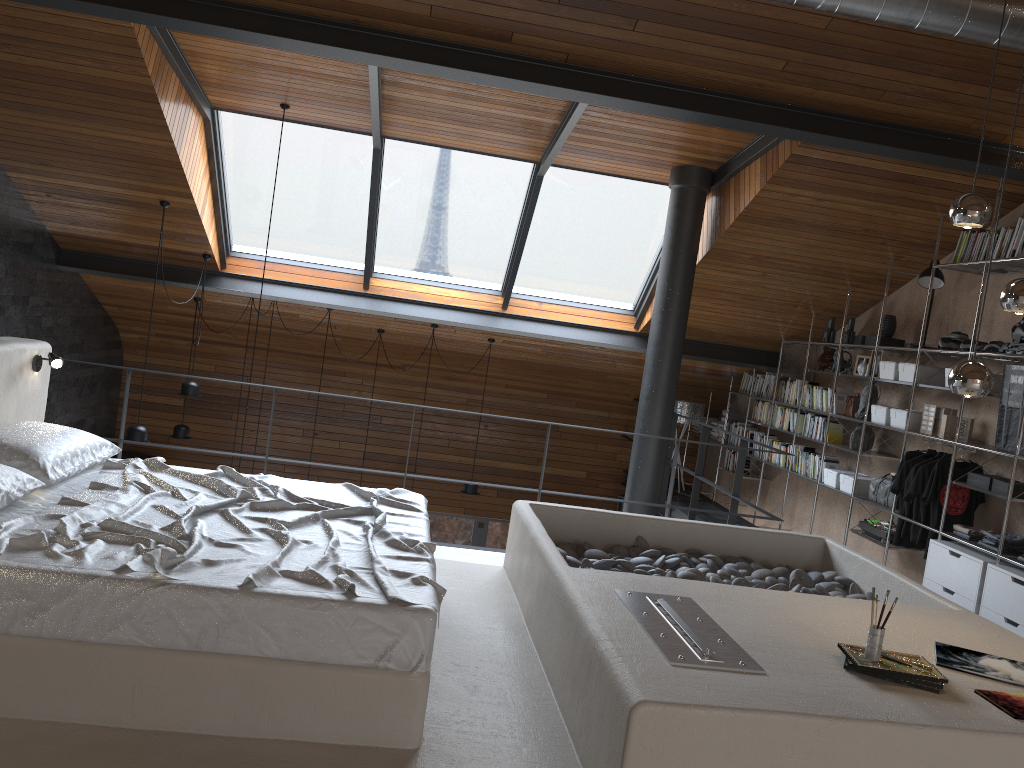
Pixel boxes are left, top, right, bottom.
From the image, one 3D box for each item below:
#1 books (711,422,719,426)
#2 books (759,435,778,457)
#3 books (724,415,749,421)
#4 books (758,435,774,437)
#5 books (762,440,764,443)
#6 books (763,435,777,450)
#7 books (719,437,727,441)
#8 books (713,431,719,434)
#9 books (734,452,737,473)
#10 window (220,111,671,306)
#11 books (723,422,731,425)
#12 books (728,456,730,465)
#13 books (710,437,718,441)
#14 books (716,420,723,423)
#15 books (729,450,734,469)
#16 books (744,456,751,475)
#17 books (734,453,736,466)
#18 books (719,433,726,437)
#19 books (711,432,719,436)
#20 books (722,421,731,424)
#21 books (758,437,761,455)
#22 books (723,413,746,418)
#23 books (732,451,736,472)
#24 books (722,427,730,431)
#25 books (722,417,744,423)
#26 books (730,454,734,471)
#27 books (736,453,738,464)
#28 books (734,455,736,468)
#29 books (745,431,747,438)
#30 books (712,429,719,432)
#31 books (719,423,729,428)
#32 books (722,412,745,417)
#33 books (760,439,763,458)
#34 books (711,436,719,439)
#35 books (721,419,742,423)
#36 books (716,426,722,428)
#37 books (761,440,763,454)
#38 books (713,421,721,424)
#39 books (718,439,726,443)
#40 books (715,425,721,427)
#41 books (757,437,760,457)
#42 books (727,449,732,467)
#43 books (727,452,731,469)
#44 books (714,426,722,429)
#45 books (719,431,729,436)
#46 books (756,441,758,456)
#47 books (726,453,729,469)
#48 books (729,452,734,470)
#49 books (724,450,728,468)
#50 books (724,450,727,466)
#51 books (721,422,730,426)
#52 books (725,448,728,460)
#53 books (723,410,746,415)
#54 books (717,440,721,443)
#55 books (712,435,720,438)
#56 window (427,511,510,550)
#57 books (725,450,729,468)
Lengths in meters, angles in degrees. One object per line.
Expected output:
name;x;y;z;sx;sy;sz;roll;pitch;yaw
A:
books;2.402;0.463;9.977;0.268;0.025;0.176;8;3;-7
books;2.524;0.620;8.727;0.177;0.217;0.046;8;3;-7
books;2.455;0.377;9.684;0.234;0.028;0.180;8;3;-7
books;2.512;0.619;8.773;0.171;0.218;0.047;8;3;-8
books;2.490;0.645;8.647;0.112;0.176;0.039;8;3;-7
books;2.504;0.622;8.619;0.122;0.230;0.057;8;3;-7
books;2.402;0.618;9.695;0.239;0.021;0.174;8;3;-2
books;2.399;0.553;9.969;0.234;0.016;0.182;8;3;-2
books;2.399;0.827;9.288;0.133;0.218;0.051;8;3;-8
window;-0.550;-1.477;7.779;3.818;1.031;1.213;8;3;-7
books;2.435;0.440;9.690;0.222;0.012;0.160;8;3;-2
books;2.362;0.830;9.449;0.112;0.177;0.009;8;3;-7
books;2.372;0.630;9.999;0.234;0.016;0.182;8;3;-7
books;2.419;0.432;9.983;0.206;0.012;0.161;8;3;-7
books;2.376;0.808;9.399;0.122;0.230;0.017;8;3;-7
books;2.405;0.842;9.217;0.138;0.191;0.049;8;3;-7
books;2.396;0.830;9.317;0.123;0.203;0.054;8;3;-7
books;2.413;0.572;9.692;0.258;0.016;0.181;8;3;-6
books;2.386;0.573;9.984;0.240;0.028;0.180;7;3;-17
books;2.420;0.425;9.705;0.201;0.012;0.161;8;3;-7
books;2.493;0.628;8.740;0.127;0.200;0.046;8;3;-7
books;2.437;0.350;9.696;0.216;0.021;0.174;8;3;-7
books;2.403;0.822;9.337;0.155;0.215;0.055;8;3;-7
books;2.428;0.506;9.686;0.225;0.017;0.167;8;3;-7
books;2.429;0.396;9.681;0.228;0.016;0.182;8;3;-7
books;2.371;0.836;9.378;0.112;0.177;0.009;8;3;-7
books;2.404;0.834;9.246;0.131;0.205;0.051;8;3;-7
books;2.399;0.837;9.301;0.126;0.197;0.047;8;3;-7
books;2.436;0.590;9.101;0.137;0.215;0.014;8;3;-7
books;2.400;0.537;9.967;0.234;0.016;0.182;7;3;-17
books;2.420;0.471;9.685;0.288;0.025;0.175;8;3;-2
books;2.441;0.331;9.695;0.228;0.016;0.182;8;3;-7
books;2.495;0.641;8.676;0.117;0.182;0.044;8;3;-7
books;2.382;0.617;9.983;0.234;0.016;0.182;7;3;-12
books;2.417;0.410;9.695;0.208;0.017;0.167;8;3;-7
books;2.416;0.494;9.991;0.208;0.013;0.161;8;3;-2
books;2.490;0.644;8.665;0.112;0.176;0.039;8;3;-7
books;2.401;0.443;9.986;0.231;0.012;0.159;8;3;-2
books;2.398;0.636;9.691;0.247;0.016;0.182;8;3;-7
books;2.412;0.483;9.980;0.206;0.013;0.161;7;3;-12
books;2.485;0.626;8.749;0.127;0.200;0.046;8;3;-7
books;2.388;0.809;9.475;0.161;0.223;0.017;8;3;-7
books;2.367;0.827;9.460;0.117;0.183;0.012;8;3;-7
books;2.404;0.504;9.988;0.206;0.012;0.161;7;3;-17
books;2.408;0.550;9.690;0.258;0.028;0.180;8;3;-2
books;2.490;0.625;8.791;0.127;0.200;0.046;8;3;-7
books;2.360;0.829;9.509;0.119;0.172;0.014;8;3;-7
books;2.369;0.824;9.386;0.111;0.198;0.008;8;3;-7
books;2.357;0.813;9.532;0.127;0.201;0.011;8;3;-7
books;2.363;0.811;9.574;0.127;0.201;0.011;8;3;-7
books;2.420;0.451;9.694;0.254;0.012;0.158;8;3;4
books;2.383;0.805;9.564;0.164;0.219;0.010;8;3;-7
books;2.448;0.316;9.706;0.228;0.016;0.182;8;3;-7
books;2.390;0.650;9.708;0.252;0.016;0.182;8;3;-2
books;2.386;0.598;9.987;0.221;0.021;0.174;8;3;-7
window;-1.406;2.166;11.118;5.936;1.522;0.101;8;3;-7
books;2.366;0.814;9.522;0.127;0.201;0.011;8;3;-7
